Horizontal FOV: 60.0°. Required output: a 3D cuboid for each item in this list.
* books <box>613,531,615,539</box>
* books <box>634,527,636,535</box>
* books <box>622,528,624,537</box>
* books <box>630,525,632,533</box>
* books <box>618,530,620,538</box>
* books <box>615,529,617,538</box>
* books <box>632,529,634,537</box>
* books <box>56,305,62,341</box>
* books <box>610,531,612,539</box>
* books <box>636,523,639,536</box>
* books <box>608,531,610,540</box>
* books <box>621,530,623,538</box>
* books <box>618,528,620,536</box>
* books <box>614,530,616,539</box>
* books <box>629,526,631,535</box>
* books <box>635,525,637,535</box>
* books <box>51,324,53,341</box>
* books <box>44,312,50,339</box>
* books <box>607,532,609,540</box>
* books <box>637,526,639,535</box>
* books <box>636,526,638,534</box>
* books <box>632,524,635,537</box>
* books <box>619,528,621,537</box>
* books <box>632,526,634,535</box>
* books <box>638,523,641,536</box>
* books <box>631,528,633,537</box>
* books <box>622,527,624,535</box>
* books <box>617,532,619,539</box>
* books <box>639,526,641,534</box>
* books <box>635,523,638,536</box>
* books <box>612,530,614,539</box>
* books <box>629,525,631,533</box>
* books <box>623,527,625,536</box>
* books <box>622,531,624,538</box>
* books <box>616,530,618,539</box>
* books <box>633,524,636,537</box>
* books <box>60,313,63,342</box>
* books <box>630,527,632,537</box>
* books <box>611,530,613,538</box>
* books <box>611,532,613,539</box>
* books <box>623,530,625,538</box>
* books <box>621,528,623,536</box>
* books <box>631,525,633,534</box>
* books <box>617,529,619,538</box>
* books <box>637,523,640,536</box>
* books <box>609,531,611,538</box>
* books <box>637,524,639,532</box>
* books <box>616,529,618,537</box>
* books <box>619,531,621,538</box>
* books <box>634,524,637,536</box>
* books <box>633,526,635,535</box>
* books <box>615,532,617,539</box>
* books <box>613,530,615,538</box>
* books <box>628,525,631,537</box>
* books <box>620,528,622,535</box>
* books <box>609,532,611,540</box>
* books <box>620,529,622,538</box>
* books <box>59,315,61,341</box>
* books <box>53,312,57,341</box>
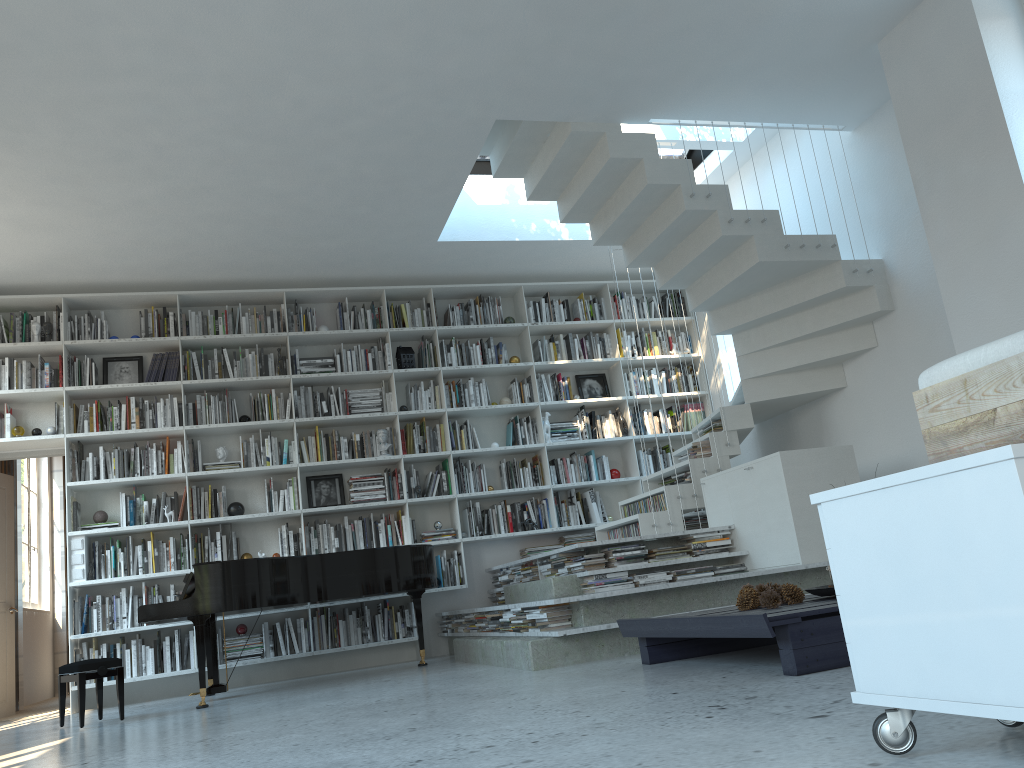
[{"bbox_3d":[0.846,1.181,6.838,0.125,0.125,0.008,-4,-14,-18],"label":"books"},{"bbox_3d":[0.956,1.077,6.469,0.125,0.125,0.008,-4,-14,-18],"label":"books"},{"bbox_3d":[0.895,1.134,6.672,0.125,0.125,0.008,-4,-14,-18],"label":"books"},{"bbox_3d":[0.938,1.094,6.529,0.125,0.125,0.008,-4,-14,-18],"label":"books"},{"bbox_3d":[0.874,1.155,6.745,0.125,0.125,0.007,-4,-14,-18],"label":"books"},{"bbox_3d":[0.859,1.169,6.795,0.125,0.125,0.007,-4,-14,-18],"label":"books"},{"bbox_3d":[0.944,1.088,6.508,0.125,0.125,0.007,-4,-14,-18],"label":"books"},{"bbox_3d":[-3.586,-0.436,7.024,0.014,0.337,0.168,-4,-14,-18],"label":"books"},{"bbox_3d":[0.830,1.196,6.890,0.125,0.125,0.008,-4,-14,-18],"label":"books"},{"bbox_3d":[0.968,1.065,6.429,0.125,0.125,0.007,-4,-14,-18],"label":"books"},{"bbox_3d":[0.820,1.207,6.927,0.125,0.125,0.010,-4,-14,-18],"label":"books"},{"bbox_3d":[0.889,1.141,6.695,0.125,0.125,0.009,-4,-14,-18],"label":"books"},{"bbox_3d":[0.876,1.153,6.738,0.125,0.125,0.008,-4,-14,-18],"label":"books"},{"bbox_3d":[0.853,1.175,6.816,0.125,0.125,0.008,-4,-14,-18],"label":"books"},{"bbox_3d":[0.932,1.100,6.550,0.125,0.125,0.009,-4,-14,-18],"label":"books"},{"bbox_3d":[0.961,1.072,6.454,0.125,0.125,0.012,-4,-14,-18],"label":"books"},{"bbox_3d":[-3.618,-0.358,7.000,0.028,0.184,0.168,-4,-14,-18],"label":"books"},{"bbox_3d":[-3.669,-0.405,7.005,0.013,0.291,0.155,-4,-14,-18],"label":"books"},{"bbox_3d":[0.813,1.213,6.949,0.125,0.125,0.007,-4,-14,-18],"label":"books"},{"bbox_3d":[0.970,1.063,6.422,0.125,0.125,0.007,-4,-14,-18],"label":"books"},{"bbox_3d":[0.966,1.067,6.435,0.125,0.125,0.007,-4,-14,-18],"label":"books"},{"bbox_3d":[0.949,1.083,6.491,0.125,0.125,0.011,-4,-14,-18],"label":"books"},{"bbox_3d":[0.880,1.149,6.724,0.125,0.125,0.008,-4,-14,-18],"label":"books"},{"bbox_3d":[0.947,1.086,6.501,0.125,0.125,0.008,-4,-14,-18],"label":"books"},{"bbox_3d":[0.977,1.057,6.398,0.125,0.125,0.010,-4,-14,-18],"label":"books"},{"bbox_3d":[0.940,1.092,6.521,0.125,0.125,0.008,-4,-14,-18],"label":"books"},{"bbox_3d":[0.897,1.132,6.665,0.125,0.125,0.007,-4,-14,-18],"label":"books"},{"bbox_3d":[0.867,1.161,6.767,0.125,0.125,0.008,-4,-14,-18],"label":"books"},{"bbox_3d":[0.980,1.054,6.389,0.125,0.125,0.010,-4,-14,-18],"label":"books"},{"bbox_3d":[0.964,1.069,6.443,0.125,0.125,0.008,-4,-14,-18],"label":"books"},{"bbox_3d":[0.842,1.185,6.852,0.125,0.125,0.007,-4,-14,-18],"label":"books"},{"bbox_3d":[0.934,1.098,6.543,0.125,0.125,0.010,-4,-14,-18],"label":"books"},{"bbox_3d":[0.901,1.129,6.652,0.125,0.125,0.009,-4,-14,-18],"label":"books"},{"bbox_3d":[0.893,1.137,6.680,0.125,0.125,0.009,-4,-14,-18],"label":"books"},{"bbox_3d":[0.863,1.165,6.782,0.125,0.125,0.008,-4,-14,-18],"label":"books"},{"bbox_3d":[0.954,1.079,6.477,0.125,0.125,0.008,-4,-14,-18],"label":"books"},{"bbox_3d":[-3.529,-0.405,7.000,0.024,0.251,0.235,-4,-14,-18],"label":"books"},{"bbox_3d":[0.936,1.096,6.537,0.125,0.125,0.010,-4,-14,-18],"label":"books"},{"bbox_3d":[0.838,1.189,6.866,0.125,0.125,0.009,-4,-14,-18],"label":"books"},{"bbox_3d":[0.835,1.192,6.874,0.125,0.125,0.007,-4,-14,-18],"label":"books"},{"bbox_3d":[0.899,1.130,6.659,0.125,0.125,0.008,-4,-14,-18],"label":"books"},{"bbox_3d":[0.891,1.138,6.687,0.125,0.125,0.008,-4,-14,-18],"label":"books"},{"bbox_3d":[0.942,1.090,6.514,0.125,0.125,0.008,-4,-14,-18],"label":"books"},{"bbox_3d":[0.869,1.159,6.760,0.125,0.125,0.009,-4,-14,-18],"label":"books"},{"bbox_3d":[0.974,1.059,6.407,0.125,0.125,0.008,-4,-14,-18],"label":"books"},{"bbox_3d":[0.826,1.200,6.904,0.125,0.125,0.007,-4,-14,-18],"label":"books"},{"bbox_3d":[0.972,1.061,6.415,0.125,0.125,0.008,-4,-14,-18],"label":"books"},{"bbox_3d":[0.865,1.163,6.775,0.125,0.125,0.007,-4,-14,-18],"label":"books"},{"bbox_3d":[0.878,1.151,6.731,0.125,0.125,0.009,-4,-14,-18],"label":"books"},{"bbox_3d":[0.958,1.075,6.462,0.125,0.125,0.010,-4,-14,-18],"label":"books"},{"bbox_3d":[0.951,1.081,6.485,0.125,0.125,0.011,-4,-14,-18],"label":"books"},{"bbox_3d":[0.857,1.171,6.802,0.125,0.125,0.007,-4,-14,-18],"label":"books"},{"bbox_3d":[0.848,1.179,6.831,0.125,0.125,0.008,-4,-14,-18],"label":"books"},{"bbox_3d":[0.929,1.102,6.558,0.125,0.125,0.008,-4,-14,-18],"label":"books"},{"bbox_3d":[0.887,1.143,6.701,0.125,0.125,0.008,-4,-14,-18],"label":"books"},{"bbox_3d":[0.824,1.202,6.911,0.125,0.125,0.007,-4,-14,-18],"label":"books"},{"bbox_3d":[0.884,1.145,6.709,0.125,0.125,0.009,-4,-14,-18],"label":"books"},{"bbox_3d":[-3.564,-0.398,7.027,0.025,0.259,0.138,-4,-14,-18],"label":"books"},{"bbox_3d":[-3.601,-0.409,7.018,0.022,0.286,0.175,-4,-14,-18],"label":"books"}]
